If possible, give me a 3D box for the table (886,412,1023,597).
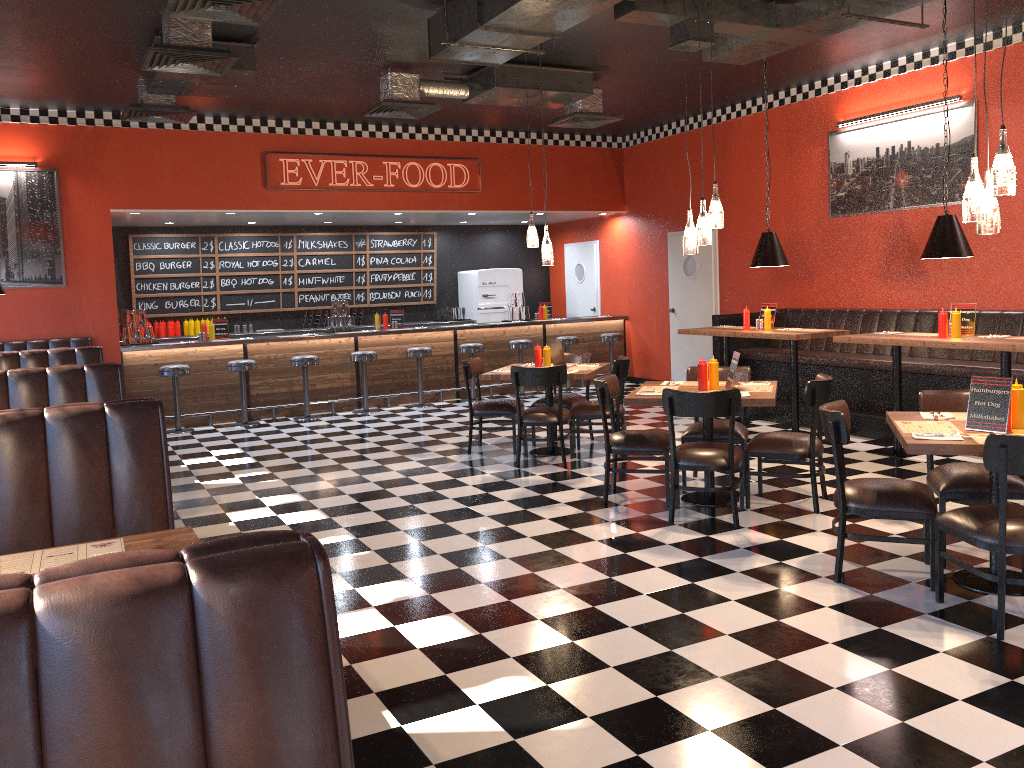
[{"bbox_3d":[2.394,0.593,4.320,0.960,0.771,0.960,0,6,18],"label":"table"}]

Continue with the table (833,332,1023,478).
[{"bbox_3d":[3.467,0.128,7.034,0.697,0.996,1.696,-5,6,-27],"label":"table"}]

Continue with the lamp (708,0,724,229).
[{"bbox_3d":[1.363,-2.040,6.006,0.108,1.959,0.109,0,5,35],"label":"lamp"}]

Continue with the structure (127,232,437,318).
[{"bbox_3d":[-3.242,-1.674,13.252,4.549,1.143,0.200,-6,5,-27],"label":"structure"}]

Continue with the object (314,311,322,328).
[{"bbox_3d":[-2.942,-0.976,13.407,0.072,0.256,0.188,-5,5,-32],"label":"object"}]

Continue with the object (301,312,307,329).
[{"bbox_3d":[-3.125,-0.959,13.317,0.070,0.257,0.189,-4,5,-20],"label":"object"}]

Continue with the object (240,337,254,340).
[{"bbox_3d":[-3.293,-0.568,11.001,0.157,0.019,0.256,-5,7,-21],"label":"object"}]

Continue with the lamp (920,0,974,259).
[{"bbox_3d":[3.373,-2.005,6.881,0.382,2.038,0.383,-1,4,14],"label":"lamp"}]

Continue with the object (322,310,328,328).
[{"bbox_3d":[-2.842,-0.986,13.459,0.072,0.256,0.189,-4,5,-22],"label":"object"}]

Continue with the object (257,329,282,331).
[{"bbox_3d":[-3.574,-0.800,13.074,0.366,0.001,0.261,-5,7,-26],"label":"object"}]

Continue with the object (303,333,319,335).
[{"bbox_3d":[-2.594,-0.640,11.388,0.158,0.019,0.255,-6,8,-31],"label":"object"}]

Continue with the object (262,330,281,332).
[{"bbox_3d":[-3.573,-0.786,13.075,0.366,0.001,0.261,-6,7,-27],"label":"object"}]

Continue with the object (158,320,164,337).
[{"bbox_3d":[-4.899,-0.771,12.365,0.068,0.237,0.068,1,5,40],"label":"object"}]

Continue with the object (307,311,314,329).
[{"bbox_3d":[-3.040,-0.966,13.354,0.073,0.259,0.193,-4,5,-24],"label":"object"}]

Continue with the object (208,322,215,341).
[{"bbox_3d":[-3.716,-0.658,10.960,0.068,0.237,0.068,-4,5,-26],"label":"object"}]

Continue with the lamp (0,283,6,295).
[{"bbox_3d":[-3.906,-1.655,6.315,0.382,2.038,0.383,-1,4,21],"label":"lamp"}]

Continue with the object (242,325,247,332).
[{"bbox_3d":[-3.909,-0.826,12.962,0.046,0.135,0.094,-1,5,18],"label":"object"}]

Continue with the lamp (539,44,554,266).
[{"bbox_3d":[0.286,-2.044,7.924,0.108,1.959,0.109,-1,4,19],"label":"lamp"}]

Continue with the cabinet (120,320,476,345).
[{"bbox_3d":[-3.045,-0.313,13.156,5.292,0.996,0.677,-6,6,-27],"label":"cabinet"}]

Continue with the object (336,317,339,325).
[{"bbox_3d":[-2.321,-0.805,11.889,0.105,0.208,0.106,-1,5,18],"label":"object"}]

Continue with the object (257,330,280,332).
[{"bbox_3d":[-3.573,-0.787,13.074,0.366,0.001,0.262,-5,7,-22],"label":"object"}]

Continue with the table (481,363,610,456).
[{"bbox_3d":[0.343,0.243,8.100,0.956,0.771,0.964,0,6,18],"label":"table"}]

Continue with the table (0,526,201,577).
[{"bbox_3d":[-1.614,0.985,2.251,1.694,0.771,0.959,-5,6,-27],"label":"table"}]

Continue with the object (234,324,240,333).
[{"bbox_3d":[-4.005,-0.815,12.903,0.093,0.135,0.047,-2,4,8],"label":"object"}]

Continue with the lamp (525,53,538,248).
[{"bbox_3d":[0.151,-2.223,8.031,0.108,1.959,0.108,-5,5,-35],"label":"lamp"}]

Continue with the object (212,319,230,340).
[{"bbox_3d":[-3.658,-0.690,11.138,0.188,0.256,0.072,-6,6,-37],"label":"object"}]

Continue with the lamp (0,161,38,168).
[{"bbox_3d":[-5.437,-2.358,9.514,0.611,0.056,0.081,-6,7,-27],"label":"lamp"}]

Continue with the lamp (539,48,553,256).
[{"bbox_3d":[0.286,-2.117,8.043,0.109,1.959,0.108,-6,5,-40],"label":"lamp"}]

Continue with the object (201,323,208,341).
[{"bbox_3d":[-3.814,-0.657,10.990,0.068,0.237,0.068,-4,5,-26],"label":"object"}]

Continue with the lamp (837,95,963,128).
[{"bbox_3d":[3.867,-2.736,8.930,0.081,0.056,1.448,-5,7,-27],"label":"lamp"}]

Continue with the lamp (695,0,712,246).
[{"bbox_3d":[1.262,-1.915,5.936,0.108,1.959,0.109,-1,4,15],"label":"lamp"}]

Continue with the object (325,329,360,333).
[{"bbox_3d":[-2.274,-0.707,11.863,0.437,0.018,0.273,-6,7,-27],"label":"object"}]

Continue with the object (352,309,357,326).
[{"bbox_3d":[-2.444,-1.025,13.664,0.074,0.257,0.190,-4,5,-25],"label":"object"}]

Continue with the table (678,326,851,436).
[{"bbox_3d":[2.488,-0.047,8.913,0.697,0.996,1.696,-5,6,-27],"label":"table"}]

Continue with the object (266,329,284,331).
[{"bbox_3d":[-3.574,-0.798,13.074,0.366,0.001,0.261,-6,7,-27],"label":"object"}]

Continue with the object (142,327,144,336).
[{"bbox_3d":[-5.129,-0.753,12.288,0.068,0.237,0.068,1,5,40],"label":"object"}]

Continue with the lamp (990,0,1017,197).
[{"bbox_3d":[2.247,-1.853,4.054,0.108,1.959,0.109,-1,4,19],"label":"lamp"}]

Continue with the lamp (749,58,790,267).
[{"bbox_3d":[2.479,-2.165,8.598,0.382,2.038,0.383,-1,4,14],"label":"lamp"}]

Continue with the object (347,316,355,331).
[{"bbox_3d":[-2.152,-0.806,11.846,0.105,0.208,0.106,-1,5,18],"label":"object"}]

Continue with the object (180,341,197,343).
[{"bbox_3d":[-3.901,-0.507,10.670,0.158,0.019,0.255,-6,8,-31],"label":"object"}]

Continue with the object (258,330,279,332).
[{"bbox_3d":[-3.573,-0.788,13.074,0.366,0.001,0.262,-5,7,-25],"label":"object"}]

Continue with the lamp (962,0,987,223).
[{"bbox_3d":[2.173,-1.750,4.167,0.108,1.959,0.109,2,6,45],"label":"lamp"}]

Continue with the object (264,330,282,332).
[{"bbox_3d":[-3.573,-0.785,13.075,0.366,0.001,0.261,-5,7,-26],"label":"object"}]

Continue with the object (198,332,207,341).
[{"bbox_3d":[-3.801,-0.591,10.868,0.093,0.135,0.047,-2,4,8],"label":"object"}]

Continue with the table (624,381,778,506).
[{"bbox_3d":[1.354,0.420,6.191,0.960,0.771,0.960,0,6,18],"label":"table"}]

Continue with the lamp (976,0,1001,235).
[{"bbox_3d":[2.277,-1.703,4.239,0.108,1.959,0.109,-3,4,-16],"label":"lamp"}]

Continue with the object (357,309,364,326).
[{"bbox_3d":[-2.346,-1.035,13.716,0.072,0.256,0.189,-4,5,-22],"label":"object"}]

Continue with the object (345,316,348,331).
[{"bbox_3d":[-2.216,-0.815,11.944,0.105,0.208,0.106,-1,5,18],"label":"object"}]

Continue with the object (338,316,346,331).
[{"bbox_3d":[-2.264,-0.796,11.796,0.105,0.208,0.106,-1,5,18],"label":"object"}]

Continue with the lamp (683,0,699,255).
[{"bbox_3d":[1.196,-1.866,6.042,0.108,1.959,0.109,-3,4,-16],"label":"lamp"}]

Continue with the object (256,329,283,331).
[{"bbox_3d":[-3.574,-0.799,13.074,0.366,0.001,0.261,-6,7,-28],"label":"object"}]

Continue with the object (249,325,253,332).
[{"bbox_3d":[-3.823,-0.829,12.960,0.047,0.135,0.094,-5,5,-32],"label":"object"}]

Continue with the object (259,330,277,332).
[{"bbox_3d":[-3.573,-0.789,13.074,0.366,0.001,0.261,-6,7,-28],"label":"object"}]

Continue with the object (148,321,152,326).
[{"bbox_3d":[-5.050,-0.762,12.335,0.068,0.237,0.068,-3,4,-11],"label":"object"}]
